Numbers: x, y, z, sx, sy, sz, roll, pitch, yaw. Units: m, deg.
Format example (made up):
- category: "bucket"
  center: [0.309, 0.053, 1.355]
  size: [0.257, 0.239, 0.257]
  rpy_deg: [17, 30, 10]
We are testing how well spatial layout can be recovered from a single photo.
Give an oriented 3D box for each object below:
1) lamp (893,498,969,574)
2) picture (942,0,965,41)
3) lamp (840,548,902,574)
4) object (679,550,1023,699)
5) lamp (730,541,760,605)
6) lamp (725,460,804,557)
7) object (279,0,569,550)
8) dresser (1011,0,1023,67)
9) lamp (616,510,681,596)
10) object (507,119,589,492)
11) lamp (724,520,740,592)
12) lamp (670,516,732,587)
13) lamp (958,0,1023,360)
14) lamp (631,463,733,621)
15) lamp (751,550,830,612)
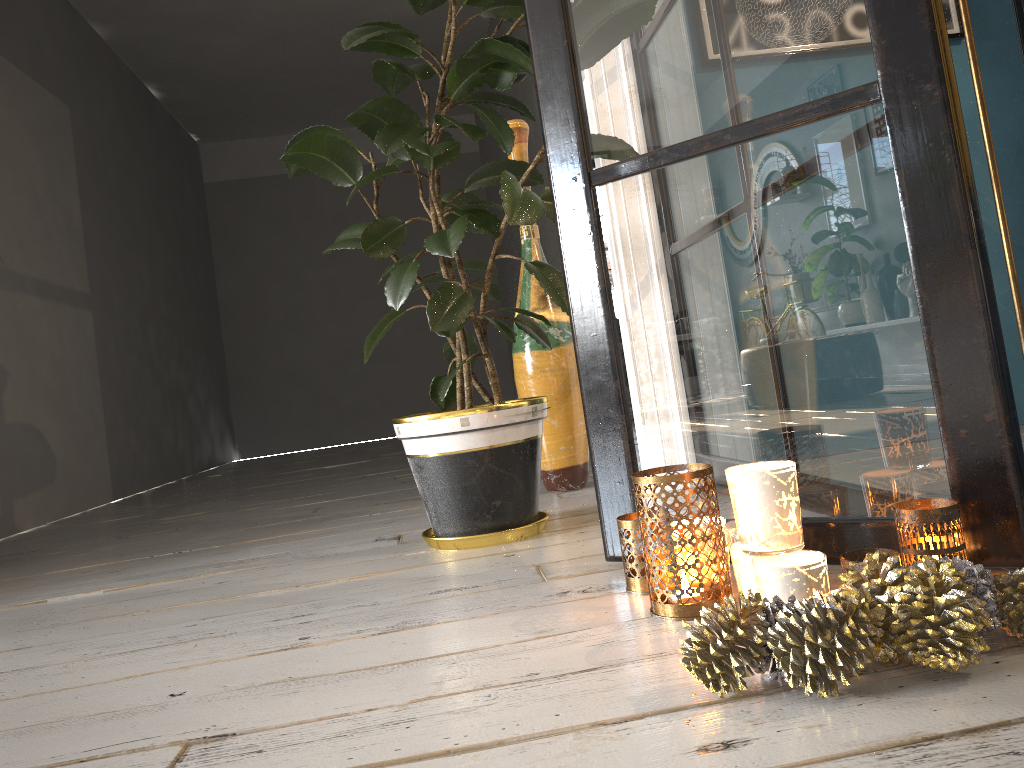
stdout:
- category: "lamp"
  center: [0.536, 0.206, 1.129]
  size: [0.081, 0.107, 0.080]
  rpy_deg: [-8, -2, -6]
- category: "picture"
  center: [-1.183, -1.137, 0.420]
  size: [7.299, 1.802, 4.025]
  rpy_deg: [-8, -1, -6]
- category: "lamp"
  center: [0.419, 0.237, 1.021]
  size: [0.069, 0.080, 0.069]
  rpy_deg: [-8, -2, 2]
- category: "object"
  center: [0.518, 0.211, 0.928]
  size: [0.719, 0.118, 0.191]
  rpy_deg: [-8, -1, -17]
- category: "lamp"
  center: [0.312, 0.243, 1.071]
  size: [0.080, 0.099, 0.081]
  rpy_deg: [-10, -3, 35]
- category: "lamp"
  center: [0.297, 0.145, 1.033]
  size: [0.080, 0.099, 0.081]
  rpy_deg: [-10, -3, 35]
- category: "object"
  center: [0.107, -0.585, 0.498]
  size: [1.012, 1.800, 3.882]
  rpy_deg: [-8, -1, -6]
- category: "dresser"
  center: [2.252, -1.324, 2.470]
  size: [1.433, 2.628, 0.634]
  rpy_deg: [-8, -4, -6]
- category: "lamp"
  center: [0.206, 0.254, 1.338]
  size: [0.084, 0.111, 0.084]
  rpy_deg: [-7, -3, -30]
- category: "object"
  center: [0.084, -0.243, 2.673]
  size: [0.216, 1.128, 0.214]
  rpy_deg: [-7, -4, -11]
- category: "lamp"
  center: [0.340, 0.239, 1.214]
  size: [0.080, 0.099, 0.081]
  rpy_deg: [-10, -3, 35]
- category: "lamp"
  center: [0.275, 0.248, 1.278]
  size: [0.080, 0.099, 0.081]
  rpy_deg: [-10, -3, 35]
- category: "lamp"
  center: [0.943, -0.572, 1.612]
  size: [0.402, 1.532, 0.232]
  rpy_deg: [-10, -4, 24]
- category: "lamp"
  center: [0.230, 0.209, 1.193]
  size: [0.115, 0.188, 0.114]
  rpy_deg: [-8, -3, -7]
- category: "lamp"
  center: [0.314, 0.242, 0.980]
  size: [0.080, 0.099, 0.081]
  rpy_deg: [-10, -3, 35]
